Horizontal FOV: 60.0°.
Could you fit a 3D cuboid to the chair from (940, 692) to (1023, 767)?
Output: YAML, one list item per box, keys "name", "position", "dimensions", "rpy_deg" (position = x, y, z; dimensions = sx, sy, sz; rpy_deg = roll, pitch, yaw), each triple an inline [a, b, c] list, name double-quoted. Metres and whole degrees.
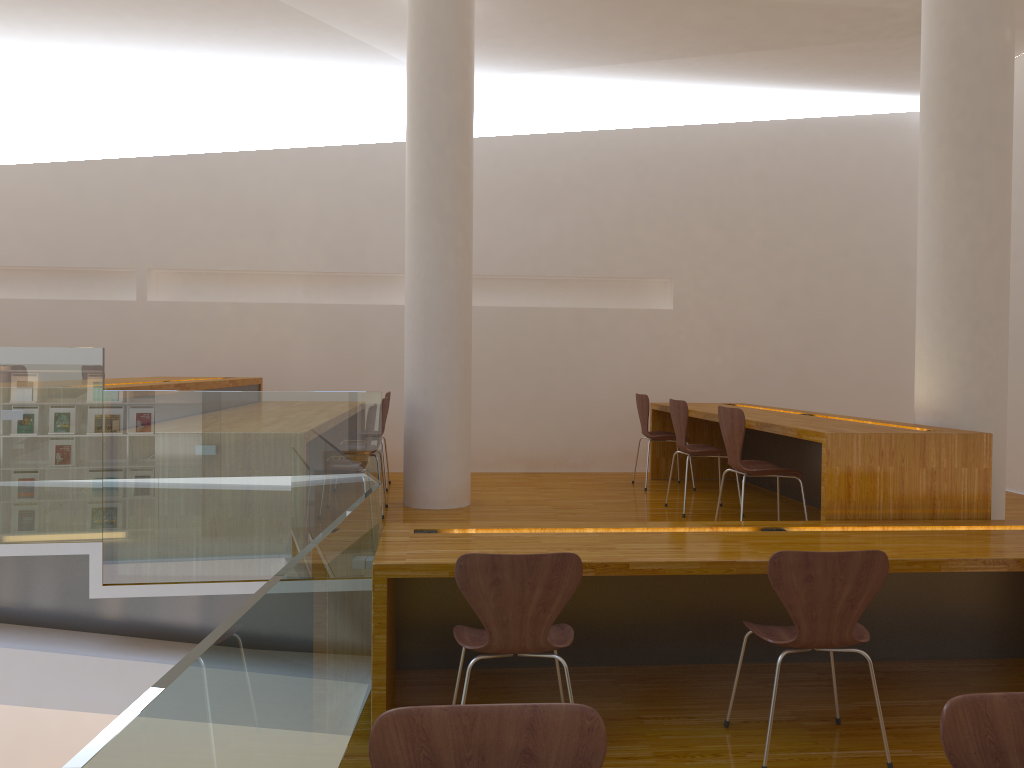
- name: "chair"
  position: [0.941, 0.890, 1.382]
  dimensions: [0.428, 0.693, 0.381]
  rpy_deg: [0, 1, -5]

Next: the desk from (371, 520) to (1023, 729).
- name: "desk"
  position: [1.090, 0.899, 3.440]
  dimensions: [3.185, 0.606, 0.760]
  rpy_deg: [0, 1, -5]

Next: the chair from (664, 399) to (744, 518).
- name: "chair"
  position: [1.181, 0.443, 5.464]
  dimensions: [0.381, 0.693, 0.428]
  rpy_deg: [0, 1, -5]

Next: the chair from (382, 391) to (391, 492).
- name: "chair"
  position: [-1.069, 0.402, 6.393]
  dimensions: [0.381, 0.693, 0.428]
  rpy_deg: [0, 1, -5]

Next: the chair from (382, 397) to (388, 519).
- name: "chair"
  position: [-0.936, 0.425, 5.282]
  dimensions: [0.381, 0.693, 0.428]
  rpy_deg: [0, 1, -5]

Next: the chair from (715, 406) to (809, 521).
- name: "chair"
  position: [1.265, 0.463, 4.496]
  dimensions: [0.381, 0.693, 0.428]
  rpy_deg: [0, 1, -5]

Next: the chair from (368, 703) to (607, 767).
- name: "chair"
  position: [-0.026, 0.882, 1.299]
  dimensions: [0.428, 0.693, 0.381]
  rpy_deg: [0, 1, -5]

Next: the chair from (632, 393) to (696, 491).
- name: "chair"
  position: [1.124, 0.420, 6.582]
  dimensions: [0.381, 0.693, 0.428]
  rpy_deg: [0, 1, -5]

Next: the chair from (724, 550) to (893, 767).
- name: "chair"
  position: [0.973, 0.860, 2.939]
  dimensions: [0.428, 0.693, 0.381]
  rpy_deg: [0, 1, -5]

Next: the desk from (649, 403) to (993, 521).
- name: "desk"
  position: [1.607, 0.486, 5.477]
  dimensions: [0.760, 0.606, 3.185]
  rpy_deg: [0, 1, -5]

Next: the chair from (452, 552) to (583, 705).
- name: "chair"
  position: [0.005, 0.852, 2.856]
  dimensions: [0.428, 0.693, 0.381]
  rpy_deg: [0, 1, -5]

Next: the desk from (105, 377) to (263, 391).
- name: "desk"
  position: [-1.751, 0.375, 5.151]
  dimensions: [1.527, 0.785, 3.243]
  rpy_deg: [0, 1, -5]
